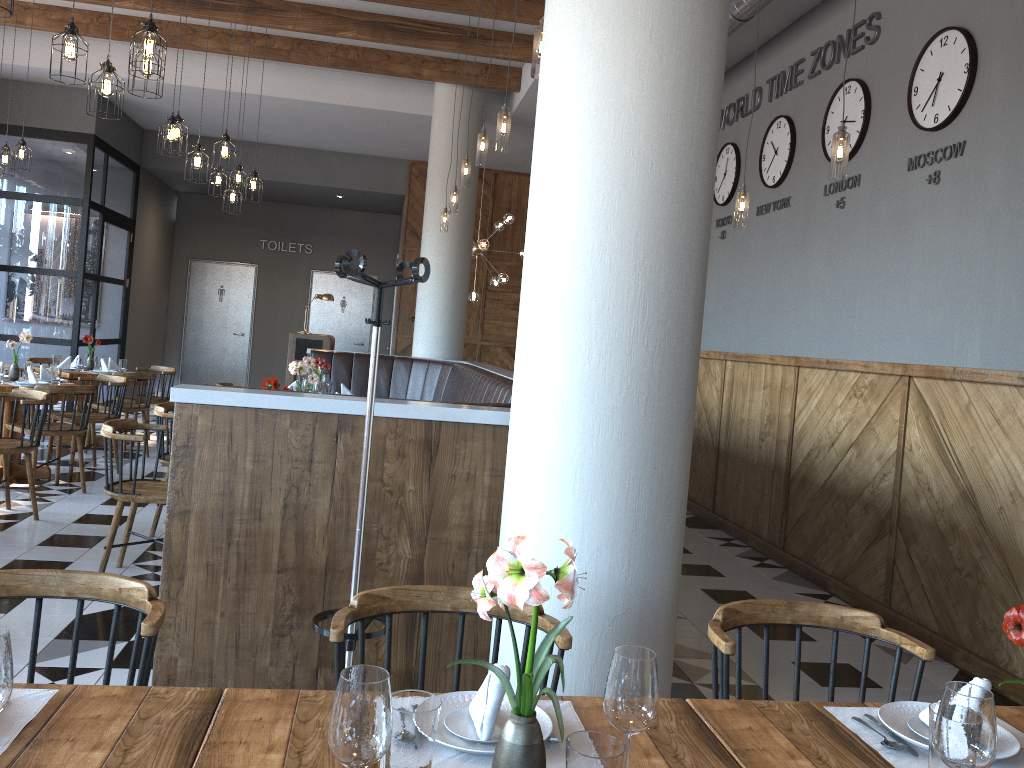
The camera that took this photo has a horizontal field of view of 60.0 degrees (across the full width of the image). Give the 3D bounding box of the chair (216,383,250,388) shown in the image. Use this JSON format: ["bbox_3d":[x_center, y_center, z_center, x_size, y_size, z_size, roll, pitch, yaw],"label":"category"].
[{"bbox_3d":[-2.406,0.421,7.957,0.549,0.817,0.520,5,1,-9],"label":"chair"}]

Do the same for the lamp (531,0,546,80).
[{"bbox_3d":[0.204,-2.330,3.898,0.078,1.963,0.078,5,0,-33],"label":"lamp"}]

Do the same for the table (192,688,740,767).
[{"bbox_3d":[-0.057,0.976,1.218,0.850,0.763,0.851,5,2,-9],"label":"table"}]

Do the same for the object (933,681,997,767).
[{"bbox_3d":[0.643,0.542,1.264,0.081,0.215,0.081,5,1,-17],"label":"object"}]

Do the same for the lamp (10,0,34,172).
[{"bbox_3d":[-4.783,-3.152,8.767,0.175,2.070,0.175,5,0,4],"label":"lamp"}]

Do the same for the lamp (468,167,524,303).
[{"bbox_3d":[-0.429,-2.184,11.912,1.189,2.191,1.159,6,1,42],"label":"lamp"}]

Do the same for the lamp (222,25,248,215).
[{"bbox_3d":[-2.742,-2.754,8.933,0.175,2.070,0.175,5,0,35],"label":"lamp"}]

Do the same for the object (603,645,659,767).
[{"bbox_3d":[0.171,0.500,1.301,0.081,0.215,0.081,5,1,-17],"label":"object"}]

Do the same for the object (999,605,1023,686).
[{"bbox_3d":[0.806,0.484,1.311,0.156,0.355,0.171,5,1,29],"label":"object"}]

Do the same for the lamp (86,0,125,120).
[{"bbox_3d":[-2.160,-2.507,4.874,0.175,2.070,0.175,5,0,-38],"label":"lamp"}]

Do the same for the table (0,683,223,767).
[{"bbox_3d":[-0.897,0.911,1.087,0.850,0.763,0.851,5,2,-9],"label":"table"}]

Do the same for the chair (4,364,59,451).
[{"bbox_3d":[-4.646,0.210,8.364,0.520,0.817,0.549,6,1,36],"label":"chair"}]

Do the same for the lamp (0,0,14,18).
[{"bbox_3d":[-1.835,-2.399,3.227,0.175,2.070,0.175,5,0,9],"label":"lamp"}]

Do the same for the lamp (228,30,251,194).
[{"bbox_3d":[-2.756,-2.998,9.161,0.175,2.070,0.175,5,0,35],"label":"lamp"}]

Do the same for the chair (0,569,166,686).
[{"bbox_3d":[-1.007,0.843,1.744,0.519,0.817,0.550,5,1,-9],"label":"chair"}]

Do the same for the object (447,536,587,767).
[{"bbox_3d":[0.005,0.398,1.215,0.207,0.400,0.146,6,1,40],"label":"object"}]

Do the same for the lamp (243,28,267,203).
[{"bbox_3d":[-2.517,-2.863,8.876,0.175,2.070,0.175,5,0,1],"label":"lamp"}]

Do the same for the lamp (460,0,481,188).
[{"bbox_3d":[-0.303,-2.576,7.197,0.078,1.963,0.078,5,0,26],"label":"lamp"}]

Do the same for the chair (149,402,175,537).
[{"bbox_3d":[-2.070,0.556,5.779,0.549,0.817,0.520,5,1,-9],"label":"chair"}]

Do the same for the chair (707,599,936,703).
[{"bbox_3d":[0.701,0.976,2.011,0.519,0.817,0.550,5,1,-9],"label":"chair"}]

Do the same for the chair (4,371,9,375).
[{"bbox_3d":[-4.496,0.270,7.396,0.551,0.817,0.519,6,1,36],"label":"chair"}]

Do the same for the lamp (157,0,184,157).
[{"bbox_3d":[-2.583,-2.816,6.901,0.175,2.070,0.175,5,0,-37],"label":"lamp"}]

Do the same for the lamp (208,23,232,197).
[{"bbox_3d":[-2.919,-2.948,9.027,0.175,2.070,0.175,5,0,24],"label":"lamp"}]

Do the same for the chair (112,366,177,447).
[{"bbox_3d":[-3.900,0.222,9.425,0.520,0.817,0.549,6,1,36],"label":"chair"}]

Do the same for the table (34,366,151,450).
[{"bbox_3d":[-4.265,0.244,8.882,0.866,0.763,0.863,6,2,36],"label":"table"}]

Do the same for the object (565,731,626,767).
[{"bbox_3d":[0.105,0.543,1.175,0.080,0.132,0.080,5,1,6],"label":"object"}]

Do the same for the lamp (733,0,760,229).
[{"bbox_3d":[1.441,-1.904,5.268,0.078,1.963,0.078,5,0,31],"label":"lamp"}]

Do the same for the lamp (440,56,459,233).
[{"bbox_3d":[-0.626,-2.558,9.213,0.078,1.963,0.078,5,0,23],"label":"lamp"}]

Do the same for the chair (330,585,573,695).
[{"bbox_3d":[-0.153,0.909,1.877,0.519,0.817,0.550,5,1,-9],"label":"chair"}]

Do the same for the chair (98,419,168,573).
[{"bbox_3d":[-1.901,0.623,4.690,0.549,0.817,0.520,5,1,-9],"label":"chair"}]

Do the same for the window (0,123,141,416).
[{"bbox_3d":[-6.778,-1.493,11.852,2.726,3.548,2.188,5,1,-9],"label":"window"}]

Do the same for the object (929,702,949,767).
[{"bbox_3d":[0.694,0.582,1.394,0.080,0.132,0.080,5,1,21],"label":"object"}]

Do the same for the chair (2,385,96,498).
[{"bbox_3d":[-3.460,0.395,6.635,0.551,0.817,0.519,6,1,36],"label":"chair"}]

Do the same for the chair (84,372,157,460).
[{"bbox_3d":[-3.748,0.280,8.504,0.551,0.817,0.519,6,1,36],"label":"chair"}]

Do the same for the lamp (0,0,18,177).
[{"bbox_3d":[-4.984,-3.115,8.835,0.175,2.070,0.175,5,0,-7],"label":"lamp"}]

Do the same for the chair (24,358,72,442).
[{"bbox_3d":[-4.785,0.154,9.265,0.551,0.817,0.519,6,1,36],"label":"chair"}]

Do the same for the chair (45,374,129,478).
[{"bbox_3d":[-3.599,0.340,7.536,0.520,0.817,0.549,6,1,36],"label":"chair"}]

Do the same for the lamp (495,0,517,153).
[{"bbox_3d":[0.026,-2.293,4.995,0.078,1.963,0.078,5,0,31],"label":"lamp"}]

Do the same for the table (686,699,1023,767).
[{"bbox_3d":[0.783,1.042,1.349,0.850,0.763,0.851,5,2,-9],"label":"table"}]

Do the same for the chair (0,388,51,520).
[{"bbox_3d":[-3.314,0.453,5.698,0.520,0.817,0.549,6,1,36],"label":"chair"}]

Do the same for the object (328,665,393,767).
[{"bbox_3d":[-0.197,0.477,1.133,0.081,0.215,0.081,6,1,45],"label":"object"}]

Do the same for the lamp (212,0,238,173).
[{"bbox_3d":[-2.255,-2.758,7.180,0.175,2.070,0.175,5,0,31],"label":"lamp"}]

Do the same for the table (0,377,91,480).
[{"bbox_3d":[-3.978,0.359,7.024,0.866,0.763,0.863,6,2,36],"label":"table"}]

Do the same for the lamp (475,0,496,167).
[{"bbox_3d":[-0.129,-2.471,6.054,0.078,1.963,0.078,5,0,10],"label":"lamp"}]

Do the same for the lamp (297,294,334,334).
[{"bbox_3d":[-2.272,-0.672,10.149,0.444,0.756,0.170,4,1,-34],"label":"lamp"}]

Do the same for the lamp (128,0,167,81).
[{"bbox_3d":[-1.913,-2.715,4.838,0.175,2.070,0.175,5,0,-38],"label":"lamp"}]

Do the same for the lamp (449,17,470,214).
[{"bbox_3d":[-0.461,-2.552,8.174,0.078,1.963,0.078,5,0,-23],"label":"lamp"}]

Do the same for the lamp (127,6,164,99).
[{"bbox_3d":[-1.999,-2.675,5.030,0.175,2.070,0.175,5,0,41],"label":"lamp"}]

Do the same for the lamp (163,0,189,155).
[{"bbox_3d":[-2.616,-2.886,7.105,0.175,2.070,0.175,5,0,-26],"label":"lamp"}]

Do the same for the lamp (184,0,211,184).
[{"bbox_3d":[-2.421,-2.634,7.023,0.175,2.070,0.175,5,0,-26],"label":"lamp"}]

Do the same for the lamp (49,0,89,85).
[{"bbox_3d":[-2.265,-2.638,4.685,0.175,2.070,0.175,5,0,18],"label":"lamp"}]

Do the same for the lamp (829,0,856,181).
[{"bbox_3d":[1.620,-1.941,4.171,0.078,1.963,0.078,5,0,-33],"label":"lamp"}]

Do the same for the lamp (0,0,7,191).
[{"bbox_3d":[-4.981,-2.930,8.621,0.175,2.070,0.175,5,0,4],"label":"lamp"}]
